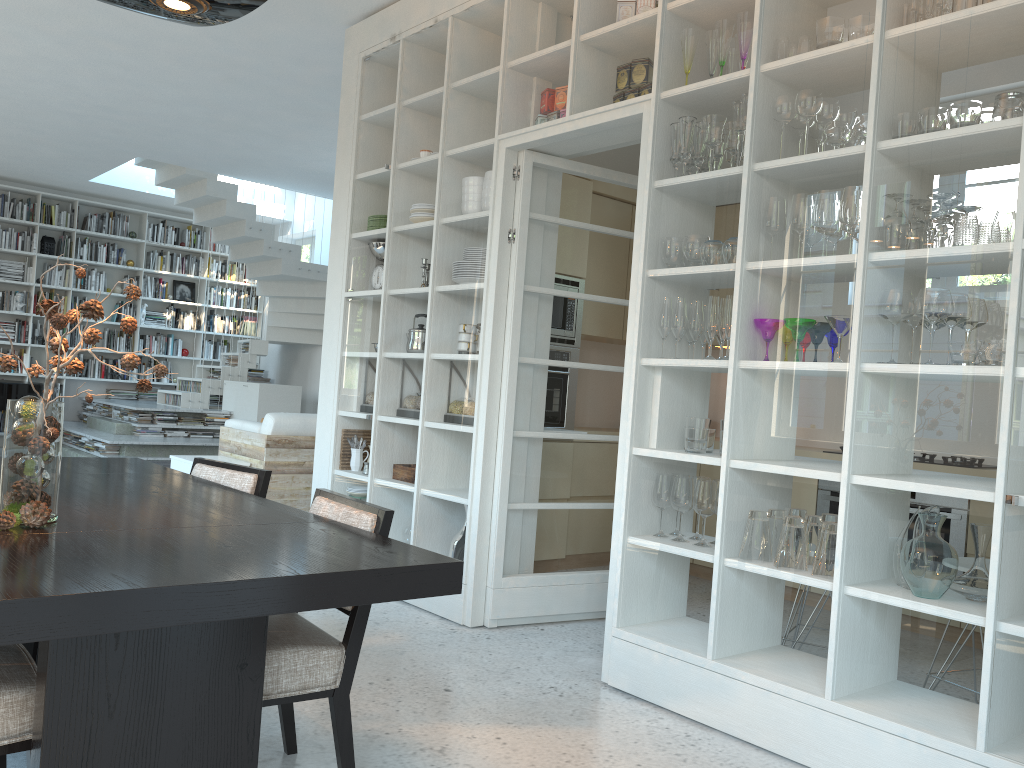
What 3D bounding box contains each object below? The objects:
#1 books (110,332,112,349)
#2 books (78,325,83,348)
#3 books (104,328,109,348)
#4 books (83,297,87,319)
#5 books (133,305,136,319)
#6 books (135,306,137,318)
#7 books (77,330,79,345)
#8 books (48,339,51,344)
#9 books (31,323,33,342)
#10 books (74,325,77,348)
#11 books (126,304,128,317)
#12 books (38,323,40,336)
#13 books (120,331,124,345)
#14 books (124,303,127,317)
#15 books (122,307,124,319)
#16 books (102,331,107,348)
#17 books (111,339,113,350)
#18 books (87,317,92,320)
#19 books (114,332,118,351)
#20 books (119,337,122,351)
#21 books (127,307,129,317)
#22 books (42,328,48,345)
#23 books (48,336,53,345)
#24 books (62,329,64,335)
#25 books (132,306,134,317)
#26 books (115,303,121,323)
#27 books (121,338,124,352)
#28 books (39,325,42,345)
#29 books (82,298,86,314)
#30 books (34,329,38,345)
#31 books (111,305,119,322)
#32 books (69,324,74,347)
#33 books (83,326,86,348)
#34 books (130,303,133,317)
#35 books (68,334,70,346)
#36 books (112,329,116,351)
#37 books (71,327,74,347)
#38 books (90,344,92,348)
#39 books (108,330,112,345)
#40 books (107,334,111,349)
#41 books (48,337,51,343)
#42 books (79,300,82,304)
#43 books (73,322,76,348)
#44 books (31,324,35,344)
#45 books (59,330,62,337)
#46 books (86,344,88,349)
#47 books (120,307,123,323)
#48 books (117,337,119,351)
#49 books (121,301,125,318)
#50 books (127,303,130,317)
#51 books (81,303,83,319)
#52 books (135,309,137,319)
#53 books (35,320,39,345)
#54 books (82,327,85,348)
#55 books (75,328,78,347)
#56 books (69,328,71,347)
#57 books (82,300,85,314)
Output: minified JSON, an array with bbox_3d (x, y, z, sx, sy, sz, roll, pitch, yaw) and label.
[{"bbox_3d":[-5.233,-0.562,11.529,0.008,0.259,0.158,4,0,-40],"label":"books"},{"bbox_3d":[-5.503,-0.603,11.279,0.014,0.297,0.175,4,0,-40],"label":"books"},{"bbox_3d":[-5.274,-0.581,11.513,0.016,0.289,0.131,4,0,-40],"label":"books"},{"bbox_3d":[-5.457,-0.963,11.311,0.013,0.287,0.158,4,0,-40],"label":"books"},{"bbox_3d":[-5.000,-0.908,11.681,0.011,0.252,0.169,4,0,-40],"label":"books"},{"bbox_3d":[-4.978,-0.903,11.707,0.010,0.245,0.158,4,0,-40],"label":"books"},{"bbox_3d":[-5.530,-0.570,11.250,0.011,0.226,0.188,4,0,-40],"label":"books"},{"bbox_3d":[-5.764,-0.594,11.078,0.094,0.238,0.149,4,0,-40],"label":"books"},{"bbox_3d":[-5.946,-0.623,10.931,0.024,0.263,0.154,4,0,-40],"label":"books"},{"bbox_3d":[-5.549,-0.601,11.242,0.005,0.284,0.159,4,0,-40],"label":"books"},{"bbox_3d":[-5.076,-0.918,11.628,0.015,0.259,0.152,4,0,-40],"label":"books"},{"bbox_3d":[-5.881,-0.619,10.987,0.012,0.266,0.157,4,0,-40],"label":"books"},{"bbox_3d":[-5.115,-0.560,11.615,0.006,0.274,0.172,4,0,-40],"label":"books"},{"bbox_3d":[-5.088,-0.921,11.617,0.018,0.263,0.165,4,0,-40],"label":"books"},{"bbox_3d":[-5.115,-0.901,11.593,0.013,0.219,0.187,4,0,-40],"label":"books"},{"bbox_3d":[-5.280,-0.563,11.492,0.019,0.251,0.130,4,0,-40],"label":"books"},{"bbox_3d":[-5.232,-0.537,11.557,0.031,0.208,0.122,4,0,-40],"label":"books"},{"bbox_3d":[-5.408,-0.920,11.330,0.051,0.210,0.176,4,0,-40],"label":"books"},{"bbox_3d":[-5.177,-0.554,11.551,0.018,0.251,0.184,4,0,-40],"label":"books"},{"bbox_3d":[-5.140,-0.523,11.597,0.015,0.195,0.175,4,0,-40],"label":"books"},{"bbox_3d":[-5.063,-0.899,11.631,0.012,0.224,0.178,4,0,-40],"label":"books"},{"bbox_3d":[-5.797,-0.591,11.025,0.095,0.228,0.190,4,0,-40],"label":"books"},{"bbox_3d":[-5.767,-0.581,11.088,0.090,0.215,0.139,4,0,-40],"label":"books"},{"bbox_3d":[-5.672,-0.582,11.147,0.021,0.226,0.148,4,0,-40],"label":"books"},{"bbox_3d":[-5.021,-0.906,11.686,0.013,0.245,0.158,4,0,-40],"label":"books"},{"bbox_3d":[-5.141,-0.926,11.578,0.021,0.264,0.174,4,0,-40],"label":"books"},{"bbox_3d":[-5.125,-0.516,11.605,0.019,0.183,0.190,4,0,-40],"label":"books"},{"bbox_3d":[-5.864,-0.609,11.003,0.035,0.248,0.140,4,0,-40],"label":"books"},{"bbox_3d":[-5.466,-0.955,11.297,0.006,0.270,0.178,4,0,-40],"label":"books"},{"bbox_3d":[-5.893,-0.583,10.947,0.027,0.192,0.182,4,0,-40],"label":"books"},{"bbox_3d":[-5.175,-0.916,11.559,0.056,0.241,0.153,4,0,-40],"label":"books"},{"bbox_3d":[-5.588,-0.609,11.221,0.018,0.295,0.177,4,0,-40],"label":"books"},{"bbox_3d":[-5.477,-0.595,11.329,0.006,0.285,0.159,4,0,-40],"label":"books"},{"bbox_3d":[-5.025,-0.921,11.653,0.012,0.273,0.183,4,0,-40],"label":"books"},{"bbox_3d":[-5.617,-0.558,11.207,0.015,0.188,0.168,4,0,-40],"label":"books"},{"bbox_3d":[-5.202,-0.573,11.563,0.007,0.285,0.159,4,0,-40],"label":"books"},{"bbox_3d":[-5.579,-0.602,11.227,0.006,0.281,0.155,4,0,-40],"label":"books"},{"bbox_3d":[-5.418,-0.573,11.371,0.013,0.251,0.172,4,0,-40],"label":"books"},{"bbox_3d":[-5.242,-0.565,11.522,0.015,0.262,0.149,4,0,-40],"label":"books"},{"bbox_3d":[-5.247,-0.542,11.501,0.016,0.216,0.177,4,0,-40],"label":"books"},{"bbox_3d":[-5.777,-0.581,11.069,0.090,0.212,0.143,4,0,-40],"label":"books"},{"bbox_3d":[-5.504,-0.945,11.272,0.008,0.242,0.169,4,0,-40],"label":"books"},{"bbox_3d":[-5.573,-0.631,11.253,0.007,0.342,0.149,4,0,-40],"label":"books"},{"bbox_3d":[-5.924,-0.616,10.945,0.028,0.253,0.142,4,0,-40],"label":"books"},{"bbox_3d":[-5.684,-0.581,11.122,0.029,0.223,0.171,4,0,-40],"label":"books"},{"bbox_3d":[-5.449,-0.569,11.342,0.015,0.238,0.176,4,0,-40],"label":"books"},{"bbox_3d":[-5.123,-0.897,11.586,0.006,0.210,0.188,4,0,-40],"label":"books"},{"bbox_3d":[-5.165,-0.519,11.563,0.018,0.182,0.182,4,0,-40],"label":"books"},{"bbox_3d":[-5.113,-0.939,11.613,0.013,0.295,0.154,4,0,-40],"label":"books"},{"bbox_3d":[-5.056,-0.924,11.655,0.032,0.274,0.154,4,0,-40],"label":"books"},{"bbox_3d":[-5.497,-0.927,11.279,0.014,0.209,0.156,4,0,-40],"label":"books"},{"bbox_3d":[-4.998,-0.888,11.703,0.023,0.212,0.164,4,0,-40],"label":"books"},{"bbox_3d":[-5.883,-0.640,10.972,0.013,0.307,0.141,4,0,-40],"label":"books"},{"bbox_3d":[-5.483,-0.587,11.304,0.012,0.267,0.183,4,0,-40],"label":"books"},{"bbox_3d":[-5.545,-0.583,11.250,0.013,0.248,0.165,4,0,-40],"label":"books"},{"bbox_3d":[-5.610,-0.583,11.222,0.011,0.239,0.136,4,0,-40],"label":"books"},{"bbox_3d":[-5.481,-0.943,11.297,0.017,0.243,0.132,4,0,-40],"label":"books"}]
